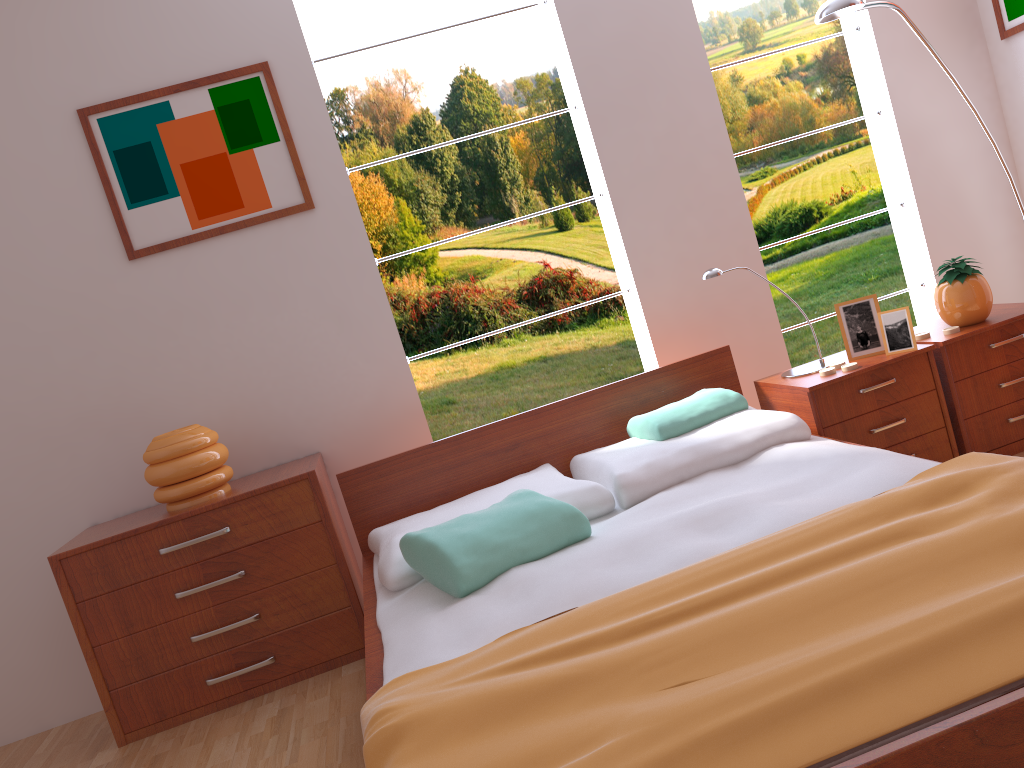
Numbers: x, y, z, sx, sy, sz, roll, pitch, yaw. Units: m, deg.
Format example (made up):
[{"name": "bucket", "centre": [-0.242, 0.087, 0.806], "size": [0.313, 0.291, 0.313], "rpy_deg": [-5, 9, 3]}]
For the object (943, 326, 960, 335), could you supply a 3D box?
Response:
[{"name": "object", "centre": [1.411, -0.171, 2.847], "size": [0.049, 0.018, 0.049], "rpy_deg": [-20, 7, -22]}]

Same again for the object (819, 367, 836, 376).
[{"name": "object", "centre": [0.995, -0.037, 2.796], "size": [0.049, 0.018, 0.049], "rpy_deg": [-20, 7, -22]}]

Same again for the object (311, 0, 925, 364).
[{"name": "object", "centre": [0.471, -0.945, 3.368], "size": [2.205, 1.815, 0.033], "rpy_deg": [-18, 6, -9]}]

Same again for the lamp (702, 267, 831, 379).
[{"name": "lamp", "centre": [0.839, -0.215, 2.892], "size": [0.337, 0.421, 0.163], "rpy_deg": [-19, 6, -21]}]

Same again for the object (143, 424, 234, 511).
[{"name": "object", "centre": [-1.045, 0.264, 2.857], "size": [0.264, 0.244, 0.264], "rpy_deg": [-16, 6, 8]}]

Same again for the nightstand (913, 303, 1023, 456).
[{"name": "nightstand", "centre": [1.571, 0.002, 2.990], "size": [0.439, 0.442, 0.377], "rpy_deg": [-18, 6, -9]}]

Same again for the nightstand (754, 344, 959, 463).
[{"name": "nightstand", "centre": [1.134, 0.144, 2.921], "size": [0.439, 0.442, 0.377], "rpy_deg": [-18, 6, -9]}]

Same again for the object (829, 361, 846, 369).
[{"name": "object", "centre": [1.046, -0.059, 2.847], "size": [0.049, 0.018, 0.049], "rpy_deg": [-20, 7, -22]}]

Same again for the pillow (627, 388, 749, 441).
[{"name": "pillow", "centre": [0.558, 0.108, 2.859], "size": [0.322, 0.116, 0.276], "rpy_deg": [-18, 6, -12]}]

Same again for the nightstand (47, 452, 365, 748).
[{"name": "nightstand", "centre": [-0.933, 0.675, 2.903], "size": [0.815, 0.626, 0.428], "rpy_deg": [-18, 6, -9]}]

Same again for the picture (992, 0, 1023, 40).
[{"name": "picture", "centre": [1.874, -1.552, 3.068], "size": [0.030, 0.517, 0.645], "rpy_deg": [-18, 6, -9]}]

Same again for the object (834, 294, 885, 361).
[{"name": "object", "centre": [1.134, -0.181, 2.870], "size": [0.131, 0.191, 0.037], "rpy_deg": [-15, 7, 21]}]

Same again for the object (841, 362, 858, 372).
[{"name": "object", "centre": [1.053, -0.052, 2.765], "size": [0.049, 0.018, 0.049], "rpy_deg": [-20, 7, -22]}]

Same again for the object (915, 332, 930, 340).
[{"name": "object", "centre": [1.343, -0.156, 2.904], "size": [0.049, 0.018, 0.049], "rpy_deg": [-20, 7, -22]}]

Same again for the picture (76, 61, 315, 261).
[{"name": "picture", "centre": [-1.065, -0.760, 3.020], "size": [0.645, 0.517, 0.030], "rpy_deg": [-18, 6, -9]}]

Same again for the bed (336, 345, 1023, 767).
[{"name": "bed", "centre": [0.412, 0.379, 2.095], "size": [1.632, 0.560, 1.990], "rpy_deg": [-18, 6, -9]}]

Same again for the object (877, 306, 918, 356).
[{"name": "object", "centre": [1.206, -0.166, 2.776], "size": [0.094, 0.137, 0.027], "rpy_deg": [-13, 8, 36]}]

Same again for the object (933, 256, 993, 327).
[{"name": "object", "centre": [1.469, -0.303, 2.900], "size": [0.169, 0.223, 0.170], "rpy_deg": [-20, 7, -29]}]

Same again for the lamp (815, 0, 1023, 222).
[{"name": "lamp", "centre": [1.635, -0.653, 3.182], "size": [0.799, 1.603, 0.387], "rpy_deg": [-21, 7, -35]}]

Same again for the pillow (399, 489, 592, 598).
[{"name": "pillow", "centre": [-0.045, 0.404, 2.321], "size": [0.425, 0.164, 0.334], "rpy_deg": [-21, 7, -32]}]

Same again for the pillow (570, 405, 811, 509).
[{"name": "pillow", "centre": [0.543, 0.214, 2.788], "size": [0.630, 0.182, 0.574], "rpy_deg": [-18, 6, -10]}]

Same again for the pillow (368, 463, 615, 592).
[{"name": "pillow", "centre": [-0.095, 0.423, 2.667], "size": [0.682, 0.157, 0.574], "rpy_deg": [-19, 6, -15]}]
